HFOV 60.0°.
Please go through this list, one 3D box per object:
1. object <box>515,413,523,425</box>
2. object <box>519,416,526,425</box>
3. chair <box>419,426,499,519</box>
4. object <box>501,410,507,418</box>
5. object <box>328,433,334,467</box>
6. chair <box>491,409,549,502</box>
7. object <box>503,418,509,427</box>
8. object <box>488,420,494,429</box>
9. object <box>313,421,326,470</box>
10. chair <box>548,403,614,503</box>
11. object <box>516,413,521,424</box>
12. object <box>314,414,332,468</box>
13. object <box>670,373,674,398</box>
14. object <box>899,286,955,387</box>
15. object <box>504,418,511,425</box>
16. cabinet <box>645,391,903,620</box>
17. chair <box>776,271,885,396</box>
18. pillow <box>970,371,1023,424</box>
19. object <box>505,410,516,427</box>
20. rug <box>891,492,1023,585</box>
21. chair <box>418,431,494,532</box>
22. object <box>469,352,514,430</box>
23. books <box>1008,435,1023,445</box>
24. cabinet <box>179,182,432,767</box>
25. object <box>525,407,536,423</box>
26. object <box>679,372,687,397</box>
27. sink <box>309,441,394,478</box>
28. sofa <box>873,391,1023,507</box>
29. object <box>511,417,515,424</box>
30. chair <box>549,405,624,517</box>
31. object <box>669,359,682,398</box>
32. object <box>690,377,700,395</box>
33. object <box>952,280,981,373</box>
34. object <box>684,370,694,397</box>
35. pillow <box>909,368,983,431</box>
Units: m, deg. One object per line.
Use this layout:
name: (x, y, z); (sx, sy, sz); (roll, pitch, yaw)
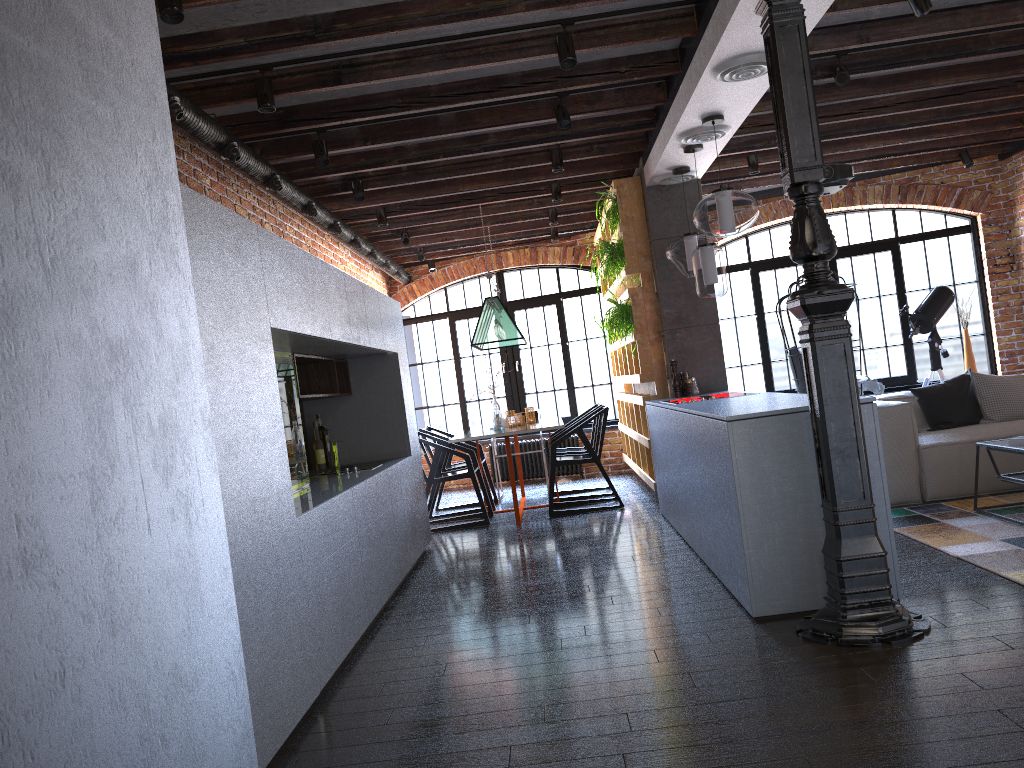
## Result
object: (0.063, 0.313, 7.860); (0.061, 0.099, 0.061); (-8, 0, 40)
object: (0.089, 0.318, 7.748); (0.049, 0.080, 0.049); (-8, 0, -14)
chair: (-0.490, 0.769, 8.186); (0.610, 0.818, 0.495); (-8, 0, 2)
object: (-0.077, 0.272, 8.036); (0.060, 0.073, 0.060); (-8, 0, -21)
object: (-1.260, 0.451, 6.092); (0.047, 0.235, 0.047); (-8, 0, -11)
chair: (0.076, 0.695, 8.759); (0.495, 0.818, 0.610); (-8, 0, 2)
object: (-0.058, 0.342, 7.840); (0.060, 0.073, 0.060); (-8, 0, 33)
object: (-0.180, 0.358, 7.857); (0.060, 0.073, 0.060); (-8, 0, 33)
object: (-1.283, 0.409, 5.881); (0.063, 0.323, 0.063); (-8, 0, -40)
chair: (0.585, 0.624, 8.143); (0.610, 0.818, 0.495); (-8, 0, 2)
object: (0.057, 0.314, 7.945); (0.061, 0.099, 0.061); (-8, 0, 9)
object: (-1.275, 0.385, 6.010); (0.095, 0.369, 0.109); (-8, 0, 2)
object: (1.191, 0.011, 6.484); (0.048, 0.180, 0.048); (-8, 0, -38)
object: (3.729, -0.129, 7.947); (0.570, 1.471, 0.616); (-8, 0, 28)
object: (-0.033, 0.339, 7.900); (0.060, 0.073, 0.060); (-8, 0, 33)
cabinet: (1.286, 0.509, 5.078); (0.607, 0.844, 2.960); (-8, 0, 2)
chair: (2.630, -0.871, 7.698); (0.802, 2.220, 0.683); (-8, 0, -43)
pillow: (3.405, 0.078, 6.149); (0.543, 0.402, 0.250); (-8, 0, -16)
object: (-0.012, 0.302, 7.719); (0.086, 0.140, 0.086); (-8, 0, -25)
rug: (2.799, 0.718, 4.326); (1.432, 0.013, 2.364); (-8, 0, 2)
chair: (-0.521, 0.770, 7.393); (0.610, 0.818, 0.495); (-8, 0, 2)
object: (-0.147, 0.032, 7.557); (0.443, 0.708, 0.194); (-8, 0, 18)
books: (2.874, 0.288, 4.781); (0.308, 0.038, 0.225); (-8, 0, -28)
cabinet: (-1.138, 0.346, 4.468); (0.713, 1.808, 4.174); (-8, 0, 2)
object: (0.164, 0.279, 7.963); (0.086, 0.140, 0.086); (-8, 0, -8)
object: (1.254, 0.002, 6.496); (0.048, 0.180, 0.048); (-8, 0, -15)
sink: (-1.012, 0.489, 5.626); (0.381, 0.287, 0.827); (-8, 0, 2)
sofa: (3.506, 0.303, 4.985); (2.536, 0.697, 3.300); (-8, 0, 2)
object: (0.004, 0.334, 8.059); (0.060, 0.073, 0.060); (-8, 0, -36)
chair: (0.554, 0.625, 7.350); (0.610, 0.818, 0.495); (-8, 0, 2)
object: (1.182, -0.040, 6.412); (0.061, 0.283, 0.061); (-8, 0, 16)
object: (1.324, 0.015, 6.465); (0.069, 0.135, 0.069); (-8, 0, -18)
object: (4.405, -0.529, 8.503); (0.270, 1.054, 0.299); (-8, 0, 23)
object: (1.282, -0.008, 6.418); (0.058, 0.192, 0.080); (-8, 0, 43)
pillow: (3.071, 0.110, 6.187); (0.538, 0.417, 0.238); (-8, 0, -8)
